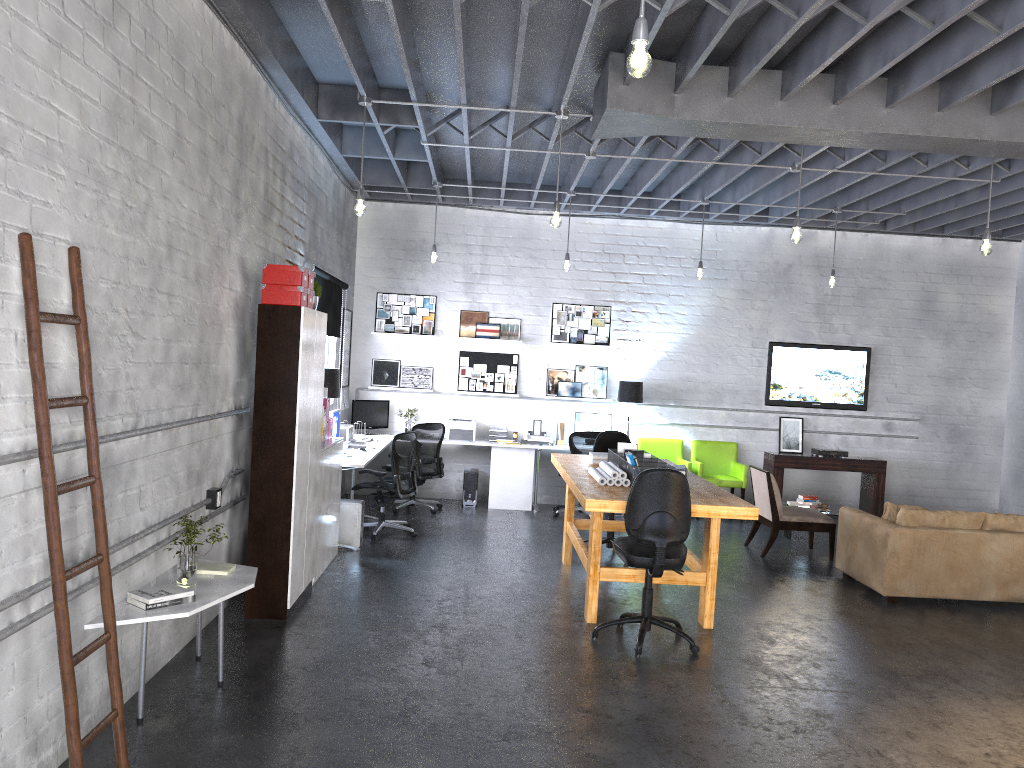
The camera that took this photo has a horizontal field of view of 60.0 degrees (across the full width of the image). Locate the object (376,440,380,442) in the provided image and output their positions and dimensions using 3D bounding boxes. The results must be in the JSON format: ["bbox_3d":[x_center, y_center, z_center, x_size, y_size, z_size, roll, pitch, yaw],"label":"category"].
[{"bbox_3d":[-1.535,0.641,10.023,0.058,0.020,0.071,2,2,-38],"label":"object"}]

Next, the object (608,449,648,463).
[{"bbox_3d":[0.972,0.639,7.383,0.316,0.156,0.306,3,2,-2],"label":"object"}]

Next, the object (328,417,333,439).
[{"bbox_3d":[-1.677,0.374,7.689,0.214,0.177,0.161,3,2,-2],"label":"object"}]

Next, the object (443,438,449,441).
[{"bbox_3d":[-0.828,0.665,10.708,0.103,0.021,0.131,3,2,-22],"label":"object"}]

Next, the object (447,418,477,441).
[{"bbox_3d":[-0.620,0.563,10.981,0.351,0.235,0.350,3,2,-2],"label":"object"}]

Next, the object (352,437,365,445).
[{"bbox_3d":[-1.823,0.610,9.698,0.392,0.064,0.259,3,1,-2],"label":"object"}]

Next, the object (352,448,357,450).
[{"bbox_3d":[-1.587,0.664,9.007,0.076,0.016,0.017,3,2,-12],"label":"object"}]

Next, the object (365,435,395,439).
[{"bbox_3d":[-1.527,0.625,10.550,0.422,0.028,0.180,2,2,-42],"label":"object"}]

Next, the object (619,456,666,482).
[{"bbox_3d":[0.993,0.655,6.768,0.316,0.156,0.306,3,2,-2],"label":"object"}]

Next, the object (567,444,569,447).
[{"bbox_3d":[0.890,0.759,10.735,0.422,0.028,0.180,3,1,-7],"label":"object"}]

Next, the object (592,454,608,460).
[{"bbox_3d":[0.945,0.637,7.582,0.519,0.047,0.046,3,2,-4],"label":"object"}]

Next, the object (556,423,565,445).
[{"bbox_3d":[0.605,0.620,11.007,0.087,0.259,0.236,3,2,-2],"label":"object"}]

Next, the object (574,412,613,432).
[{"bbox_3d":[1.004,0.564,11.017,0.465,0.417,0.212,3,2,3],"label":"object"}]

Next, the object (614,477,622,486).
[{"bbox_3d":[0.748,0.693,6.639,0.057,0.058,0.635,3,1,-2],"label":"object"}]

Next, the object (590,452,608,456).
[{"bbox_3d":[0.940,0.634,7.729,0.519,0.047,0.046,3,2,-2],"label":"object"}]

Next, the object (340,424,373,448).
[{"bbox_3d":[-1.705,0.544,9.274,0.485,0.230,0.420,3,2,-2],"label":"object"}]

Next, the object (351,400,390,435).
[{"bbox_3d":[-1.736,0.407,10.794,0.147,0.427,0.560,5,2,35],"label":"object"}]

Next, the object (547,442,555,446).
[{"bbox_3d":[0.477,0.724,10.737,0.095,0.050,0.095,2,2,-34],"label":"object"}]

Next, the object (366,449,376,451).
[{"bbox_3d":[-1.452,0.672,9.021,0.119,0.016,0.119,4,1,16],"label":"object"}]

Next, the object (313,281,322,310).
[{"bbox_3d":[-1.479,-0.646,6.502,0.169,0.240,0.171,3,2,-3],"label":"object"}]

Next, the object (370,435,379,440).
[{"bbox_3d":[-1.586,0.618,10.214,0.130,0.049,0.130,4,2,15],"label":"object"}]

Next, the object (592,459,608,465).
[{"bbox_3d":[0.943,0.678,7.568,0.519,0.047,0.047,3,2,-2],"label":"object"}]

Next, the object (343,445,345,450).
[{"bbox_3d":[-1.743,0.619,8.959,0.082,0.091,0.090,4,2,23],"label":"object"}]

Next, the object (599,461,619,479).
[{"bbox_3d":[0.723,0.643,6.636,0.057,0.057,0.635,3,1,-2],"label":"object"}]

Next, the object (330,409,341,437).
[{"bbox_3d":[-1.788,0.460,8.656,0.212,0.417,0.465,3,2,-2],"label":"object"}]

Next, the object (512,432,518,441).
[{"bbox_3d":[0.041,0.655,11.043,0.093,0.116,0.067,3,2,-2],"label":"object"}]

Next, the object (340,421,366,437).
[{"bbox_3d":[-1.825,0.532,10.035,0.324,0.208,0.233,3,2,-2],"label":"object"}]

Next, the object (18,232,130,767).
[{"bbox_3d":[-1.633,0.530,3.337,0.320,2.122,0.424,3,2,-2],"label":"object"}]

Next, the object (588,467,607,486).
[{"bbox_3d":[0.634,0.686,6.635,0.057,0.058,0.635,3,1,-2],"label":"object"}]

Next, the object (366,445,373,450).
[{"bbox_3d":[-1.444,0.648,9.024,0.078,0.049,0.062,2,2,-32],"label":"object"}]

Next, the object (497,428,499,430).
[{"bbox_3d":[-0.173,0.558,11.009,0.011,0.010,0.126,4,1,7],"label":"object"}]

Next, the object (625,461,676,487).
[{"bbox_3d":[1.003,0.663,6.461,0.316,0.156,0.306,3,2,-2],"label":"object"}]

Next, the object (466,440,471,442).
[{"bbox_3d":[-0.522,0.685,10.681,0.075,0.016,0.017,4,2,23],"label":"object"}]

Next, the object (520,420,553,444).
[{"bbox_3d":[0.303,0.593,11.002,0.405,0.280,0.399,3,2,-2],"label":"object"}]

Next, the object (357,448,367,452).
[{"bbox_3d":[-1.513,0.661,8.930,0.114,0.036,0.058,3,2,-12],"label":"object"}]

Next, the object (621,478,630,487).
[{"bbox_3d":[0.805,0.697,6.641,0.058,0.057,0.635,3,1,-2],"label":"object"}]

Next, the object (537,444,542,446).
[{"bbox_3d":[0.335,0.734,10.718,0.017,0.016,0.076,2,2,-42],"label":"object"}]

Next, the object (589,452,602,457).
[{"bbox_3d":[0.938,0.632,7.776,0.519,0.047,0.046,3,2,-2],"label":"object"}]

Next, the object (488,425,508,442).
[{"bbox_3d":[-0.174,0.615,10.992,0.229,0.181,0.316,3,2,-2],"label":"object"}]

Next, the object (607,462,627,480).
[{"bbox_3d":[0.780,0.646,6.638,0.057,0.057,0.635,3,1,-2],"label":"object"}]

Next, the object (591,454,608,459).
[{"bbox_3d":[0.943,0.636,7.637,0.519,0.047,0.046,3,2,-2],"label":"object"}]

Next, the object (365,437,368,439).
[{"bbox_3d":[-1.717,0.627,10.342,0.048,0.012,0.111,3,1,-22],"label":"object"}]

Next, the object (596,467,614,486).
[{"bbox_3d":[0.692,0.690,6.637,0.058,0.057,0.635,3,1,-2],"label":"object"}]

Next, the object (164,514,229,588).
[{"bbox_3d":[-1.613,0.851,4.508,0.297,0.363,0.271,5,2,33],"label":"object"}]

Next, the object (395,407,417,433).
[{"bbox_3d":[-1.291,0.460,10.987,0.270,0.363,0.297,5,3,43],"label":"object"}]

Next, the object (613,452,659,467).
[{"bbox_3d":[0.982,0.647,7.075,0.316,0.156,0.306,3,2,-2],"label":"object"}]

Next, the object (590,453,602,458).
[{"bbox_3d":[0.941,0.635,7.684,0.519,0.047,0.046,3,2,-2],"label":"object"}]

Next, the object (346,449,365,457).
[{"bbox_3d":[-1.528,0.671,8.636,0.181,0.028,0.421,3,1,-12],"label":"object"}]
